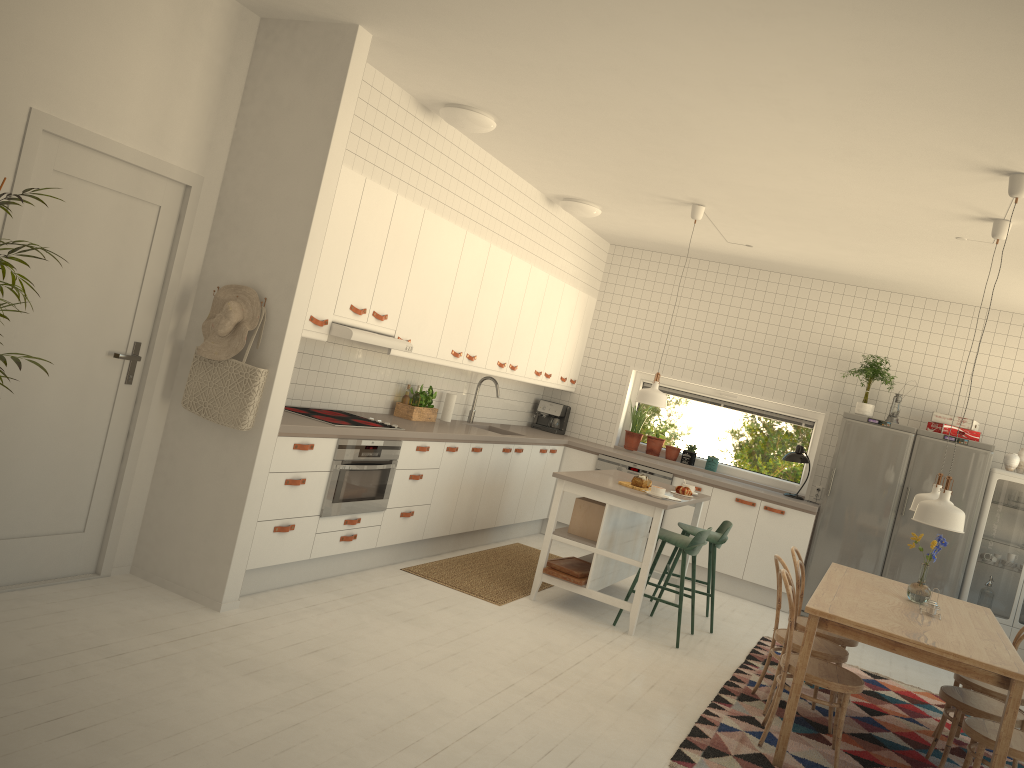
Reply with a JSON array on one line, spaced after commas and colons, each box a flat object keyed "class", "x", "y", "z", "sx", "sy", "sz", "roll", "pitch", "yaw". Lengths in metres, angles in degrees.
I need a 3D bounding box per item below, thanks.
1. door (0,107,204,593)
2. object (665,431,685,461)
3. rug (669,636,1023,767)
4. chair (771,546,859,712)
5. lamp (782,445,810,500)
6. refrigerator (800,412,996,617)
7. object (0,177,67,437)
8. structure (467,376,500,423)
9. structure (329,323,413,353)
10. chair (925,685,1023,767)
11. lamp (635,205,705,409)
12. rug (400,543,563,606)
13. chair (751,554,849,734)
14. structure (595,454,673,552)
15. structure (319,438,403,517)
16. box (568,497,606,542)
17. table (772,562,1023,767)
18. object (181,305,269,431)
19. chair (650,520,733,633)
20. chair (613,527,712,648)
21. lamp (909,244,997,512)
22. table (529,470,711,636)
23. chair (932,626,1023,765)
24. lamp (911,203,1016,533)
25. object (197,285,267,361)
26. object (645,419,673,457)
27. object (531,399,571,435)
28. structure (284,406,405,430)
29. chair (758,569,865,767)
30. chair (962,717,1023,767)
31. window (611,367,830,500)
[{"class": "door", "x": -2.001, "y": -0.082, "z": 3.979, "sx": 0.166, "sy": 2.033, "sz": 0.954, "roll": 14, "pitch": 1, "yaw": 24}, {"class": "object", "x": 1.566, "y": 0.605, "z": 8.523, "sx": 0.194, "sy": 0.277, "sz": 0.177, "roll": 13, "pitch": 1, "yaw": -9}, {"class": "rug", "x": 2.015, "y": 1.901, "z": 4.740, "sx": 1.750, "sy": 0.035, "sz": 3.023, "roll": 14, "pitch": 1, "yaw": 24}, {"class": "chair", "x": 1.795, "y": 1.417, "z": 5.221, "sx": 0.484, "sy": 0.810, "sz": 0.385, "roll": 14, "pitch": 1, "yaw": 26}, {"class": "lamp", "x": 2.500, "y": 0.768, "z": 7.854, "sx": 0.262, "sy": 0.465, "sz": 0.239, "roll": 13, "pitch": 1, "yaw": -37}, {"class": "refrigerator", "x": 3.170, "y": 1.239, "z": 7.413, "sx": 1.146, "sy": 1.778, "sz": 0.559, "roll": 14, "pitch": 1, "yaw": 24}, {"class": "object", "x": -2.052, "y": 0.104, "z": 2.393, "sx": 0.778, "sy": 1.711, "sz": 2.088, "roll": 14, "pitch": 1, "yaw": 5}, {"class": "structure", "x": -0.227, "y": 0.143, "z": 7.451, "sx": 0.236, "sy": 0.421, "sz": 0.063, "roll": 14, "pitch": 1, "yaw": 31}, {"class": "structure", "x": -0.965, "y": -0.307, "z": 5.374, "sx": 0.482, "sy": 0.073, "sz": 0.680, "roll": 14, "pitch": 1, "yaw": 24}, {"class": "chair", "x": 2.358, "y": 1.572, "z": 4.339, "sx": 0.484, "sy": 0.810, "sz": 0.385, "roll": 14, "pitch": 1, "yaw": 21}, {"class": "lamp", "x": 1.161, "y": -0.573, "z": 6.300, "sx": 0.230, "sy": 1.490, "sz": 0.229, "roll": 14, "pitch": 1, "yaw": 24}, {"class": "rug", "x": -0.013, "y": 1.385, "z": 6.626, "sx": 0.750, "sy": 0.004, "sz": 1.999, "roll": 14, "pitch": 1, "yaw": 24}, {"class": "chair", "x": 1.563, "y": 1.371, "z": 4.768, "sx": 0.483, "sy": 0.810, "sz": 0.385, "roll": 14, "pitch": 1, "yaw": 6}, {"class": "structure", "x": 1.158, "y": 1.092, "z": 8.304, "sx": 0.706, "sy": 0.710, "sz": 0.703, "roll": 14, "pitch": 1, "yaw": 24}, {"class": "structure", "x": -1.160, "y": 0.478, "z": 5.383, "sx": 0.704, "sy": 0.447, "sz": 0.682, "roll": 14, "pitch": 1, "yaw": 24}, {"class": "box", "x": 0.578, "y": 0.923, "z": 6.081, "sx": 0.237, "sy": 0.242, "sz": 0.357, "roll": 14, "pitch": 1, "yaw": 25}, {"class": "table", "x": 1.960, "y": 1.511, "z": 4.556, "sx": 0.895, "sy": 0.749, "sz": 1.796, "roll": 14, "pitch": 1, "yaw": 24}, {"class": "object", "x": -1.376, "y": -0.105, "z": 4.337, "sx": 0.440, "sy": 0.612, "sz": 0.093, "roll": 14, "pitch": 1, "yaw": 23}, {"class": "chair", "x": 1.303, "y": 1.319, "z": 6.411, "sx": 0.446, "sy": 0.752, "sz": 0.485, "roll": 14, "pitch": 1, "yaw": 9}, {"class": "chair", "x": 1.026, "y": 1.264, "z": 5.861, "sx": 0.446, "sy": 0.752, "sz": 0.485, "roll": 14, "pitch": 1, "yaw": 23}, {"class": "lamp", "x": 2.513, "y": -0.047, "z": 4.914, "sx": 0.229, "sy": 1.595, "sz": 0.230, "roll": 13, "pitch": 1, "yaw": -21}, {"class": "table", "x": 0.804, "y": 1.144, "z": 6.357, "sx": 0.795, "sy": 0.864, "sz": 1.423, "roll": 14, "pitch": 1, "yaw": 24}, {"class": "chair", "x": 2.661, "y": 1.635, "z": 4.813, "sx": 0.483, "sy": 0.810, "sz": 0.385, "roll": 13, "pitch": 1, "yaw": -4}, {"class": "lamp", "x": 2.172, "y": -0.112, "z": 4.128, "sx": 0.229, "sy": 1.595, "sz": 0.230, "roll": 13, "pitch": 1, "yaw": -31}, {"class": "object", "x": -1.388, "y": -0.301, "z": 4.320, "sx": 0.335, "sy": 0.385, "sz": 0.136, "roll": 14, "pitch": 1, "yaw": 24}, {"class": "object", "x": 1.407, "y": 0.514, "z": 8.625, "sx": 0.258, "sy": 0.370, "sz": 0.234, "roll": 14, "pitch": 1, "yaw": 36}, {"class": "object", "x": 0.366, "y": 0.323, "z": 8.805, "sx": 0.316, "sy": 0.292, "sz": 0.279, "roll": 14, "pitch": 1, "yaw": 25}, {"class": "structure", "x": -1.052, "y": 0.212, "z": 5.352, "sx": 0.504, "sy": 0.057, "sz": 0.763, "roll": 14, "pitch": 1, "yaw": 24}, {"class": "chair", "x": 1.446, "y": 1.353, "z": 4.271, "sx": 0.484, "sy": 0.810, "sz": 0.385, "roll": 14, "pitch": 1, "yaw": 21}, {"class": "chair", "x": 2.226, "y": 1.550, "z": 3.851, "sx": 0.484, "sy": 0.810, "sz": 0.385, "roll": 14, "pitch": 1, "yaw": 26}, {"class": "window", "x": 1.962, "y": 0.447, "z": 8.452, "sx": 1.899, "sy": 0.816, "sz": 0.293, "roll": 14, "pitch": 1, "yaw": 24}]
